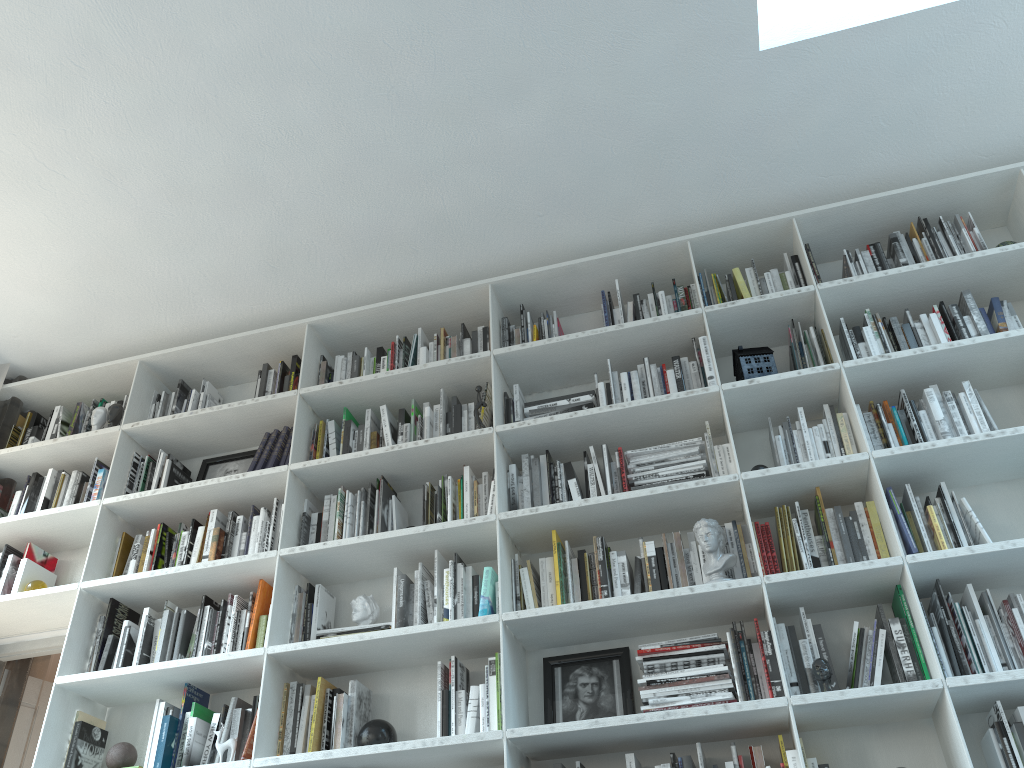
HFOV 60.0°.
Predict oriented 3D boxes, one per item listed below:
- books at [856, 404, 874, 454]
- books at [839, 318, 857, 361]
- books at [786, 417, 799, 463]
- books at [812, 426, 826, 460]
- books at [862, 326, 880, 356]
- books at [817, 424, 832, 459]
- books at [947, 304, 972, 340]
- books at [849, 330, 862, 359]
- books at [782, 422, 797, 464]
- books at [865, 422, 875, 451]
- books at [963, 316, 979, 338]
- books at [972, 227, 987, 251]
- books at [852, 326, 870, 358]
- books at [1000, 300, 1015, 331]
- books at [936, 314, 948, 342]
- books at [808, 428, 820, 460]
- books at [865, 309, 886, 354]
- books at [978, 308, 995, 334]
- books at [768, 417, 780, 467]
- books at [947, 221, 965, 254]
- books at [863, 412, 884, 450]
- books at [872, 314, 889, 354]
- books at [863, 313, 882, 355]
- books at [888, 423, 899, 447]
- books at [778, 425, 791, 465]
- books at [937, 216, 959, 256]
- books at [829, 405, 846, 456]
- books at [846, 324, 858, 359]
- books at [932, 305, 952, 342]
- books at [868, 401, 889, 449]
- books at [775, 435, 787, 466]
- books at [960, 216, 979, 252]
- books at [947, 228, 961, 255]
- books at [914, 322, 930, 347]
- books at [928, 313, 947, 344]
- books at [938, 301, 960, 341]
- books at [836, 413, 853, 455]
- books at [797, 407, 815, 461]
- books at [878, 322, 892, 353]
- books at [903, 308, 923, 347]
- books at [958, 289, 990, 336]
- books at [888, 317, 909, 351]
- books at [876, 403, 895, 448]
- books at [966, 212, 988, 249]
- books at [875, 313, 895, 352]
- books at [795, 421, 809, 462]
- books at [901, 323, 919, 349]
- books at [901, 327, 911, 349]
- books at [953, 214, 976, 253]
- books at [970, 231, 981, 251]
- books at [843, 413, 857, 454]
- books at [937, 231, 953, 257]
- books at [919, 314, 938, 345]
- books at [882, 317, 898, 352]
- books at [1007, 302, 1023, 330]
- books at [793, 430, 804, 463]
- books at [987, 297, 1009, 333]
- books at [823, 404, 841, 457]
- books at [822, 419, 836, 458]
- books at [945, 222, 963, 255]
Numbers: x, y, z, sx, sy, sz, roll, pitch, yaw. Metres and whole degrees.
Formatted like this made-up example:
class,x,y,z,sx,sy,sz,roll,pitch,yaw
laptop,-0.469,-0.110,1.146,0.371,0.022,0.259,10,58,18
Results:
class,x,y,z,sx,sy,sz,roll,pitch,yaw
books,1.227,0.227,3.099,0.028,0.250,0.191,-11,-37,11
books,1.266,-0.090,3.314,0.012,0.283,0.160,-11,-37,11
books,1.009,0.269,3.161,0.019,0.274,0.146,-11,-37,11
books,1.082,0.278,3.112,0.027,0.195,0.186,-11,-37,11
books,1.330,-0.077,3.271,0.026,0.206,0.182,-11,-37,11
books,1.102,0.269,3.112,0.029,0.210,0.158,-11,-37,11
books,1.631,-0.143,3.227,0.030,0.236,0.186,-11,-37,11
books,1.293,-0.068,3.308,0.012,0.238,0.139,-11,-37,11
books,0.995,0.282,3.155,0.028,0.248,0.165,-11,-37,11
books,1.255,0.255,3.104,0.013,0.208,0.141,-11,-37,11
books,1.661,-0.123,3.209,0.027,0.180,0.177,-11,-37,11
books,1.796,-0.461,3.397,0.014,0.207,0.189,-11,-37,11
books,1.309,-0.076,3.301,0.026,0.242,0.149,-11,-37,11
books,1.778,-0.161,3.195,0.048,0.215,0.183,-11,-37,11
books,1.571,-0.122,3.238,0.011,0.221,0.160,-11,-37,11
books,1.064,0.281,3.113,0.024,0.193,0.173,-11,-37,11
books,1.361,-0.117,3.302,0.014,0.305,0.153,-11,-37,11
books,1.716,-0.145,3.208,0.030,0.211,0.157,-11,-37,11
books,0.949,0.280,3.180,0.018,0.283,0.160,-11,-37,11
books,1.748,-0.479,3.465,0.008,0.319,0.134,-11,-37,11
books,1.274,0.236,3.106,0.030,0.241,0.139,-11,-37,11
books,1.373,-0.104,3.288,0.010,0.267,0.167,-11,-37,11
books,1.351,-0.102,3.303,0.011,0.281,0.174,-11,-37,11
books,1.325,0.247,3.071,0.021,0.178,0.137,-11,-37,11
books,0.980,0.291,3.161,0.024,0.241,0.160,-11,-37,11
books,1.703,-0.482,3.445,0.008,0.305,0.183,-11,-37,11
books,1.153,0.236,3.127,0.025,0.275,0.174,-11,-37,11
books,1.282,-0.079,3.326,0.011,0.278,0.134,-11,-37,11
books,1.582,-0.141,3.249,0.012,0.263,0.157,-11,-37,11
books,1.293,0.215,3.110,0.014,0.277,0.154,-11,-37,11
books,0.957,0.306,3.131,0.028,0.184,0.182,-11,-37,11
books,1.766,-0.486,3.420,0.008,0.277,0.181,-11,-37,11
books,1.716,-0.461,3.434,0.014,0.257,0.150,-11,-37,11
books,1.515,-0.101,3.258,0.025,0.215,0.145,-11,-37,11
books,1.552,-0.122,3.226,0.021,0.208,0.182,-11,-37,11
books,1.614,-0.147,3.260,0.012,0.283,0.160,-11,-37,11
books,1.166,0.243,3.097,0.028,0.228,0.177,-11,-37,11
books,1.043,0.245,3.130,0.028,0.273,0.188,-11,-37,11
books,1.387,-0.088,3.284,0.012,0.234,0.166,-11,-37,11
books,1.496,-0.124,3.283,0.013,0.282,0.155,-11,-37,11
books,1.683,-0.177,3.223,0.029,0.283,0.184,-11,-37,11
books,1.433,-0.106,3.267,0.027,0.240,0.161,-11,-37,11
books,1.303,0.215,3.085,0.014,0.246,0.177,-11,-37,11
books,1.805,-0.501,3.425,0.006,0.304,0.164,-11,-37,11
books,1.401,-0.111,3.303,0.021,0.294,0.139,-11,-37,11
books,1.034,0.276,3.139,0.023,0.234,0.179,-11,-37,11
books,1.479,-0.094,3.272,0.028,0.222,0.143,-11,-37,11
books,1.458,-0.089,3.270,0.014,0.213,0.133,-11,-37,11
books,1.757,-0.488,3.432,0.013,0.295,0.189,-11,-37,11
books,1.783,-0.455,3.409,0.018,0.213,0.158,-11,-37,11
books,1.188,0.245,3.108,0.026,0.236,0.174,-11,-37,11
books,1.691,-0.452,3.439,0.024,0.251,0.150,-11,-37,11
books,1.534,-0.121,3.250,0.023,0.235,0.150,-11,-37,11
books,1.419,-0.103,3.300,0.012,0.275,0.134,-11,-37,11
books,1.818,-0.163,3.205,0.026,0.228,0.141,-11,-37,11
books,1.021,0.294,3.138,0.023,0.206,0.172,-11,-37,11
books,1.753,-0.169,3.197,0.054,0.234,0.172,-11,-37,11
books,1.138,0.234,3.137,0.028,0.292,0.155,-11,-37,11
books,1.122,0.260,3.121,0.024,0.232,0.150,-11,-37,11
books,1.731,-0.477,3.447,0.019,0.297,0.138,-11,-37,11
